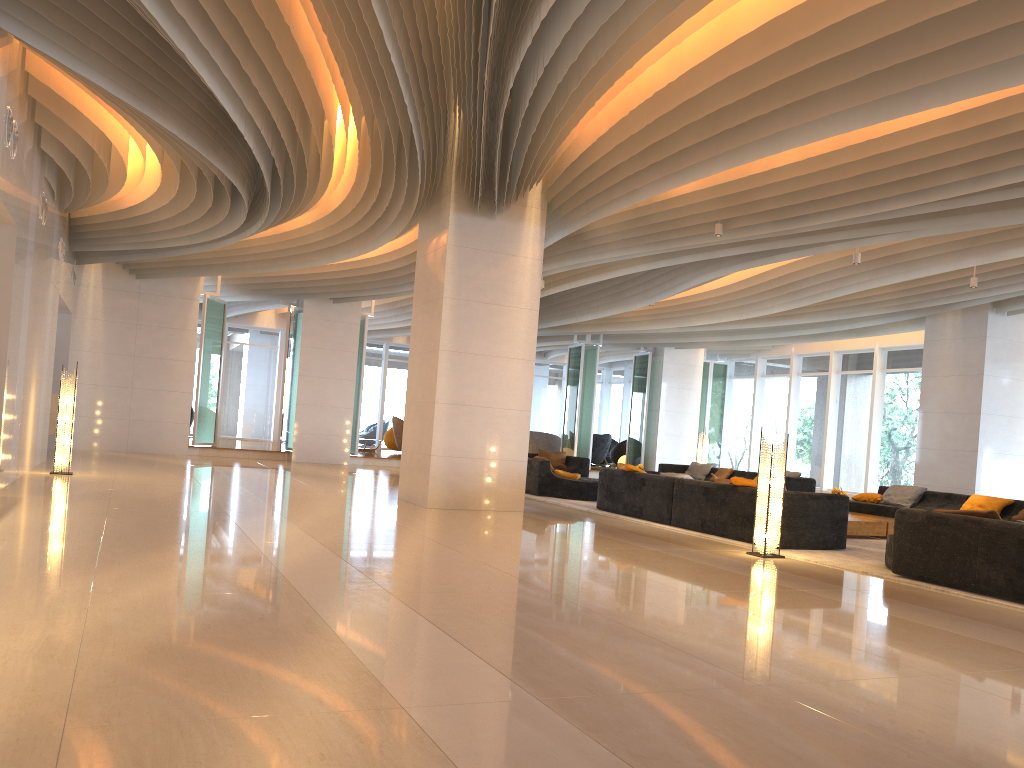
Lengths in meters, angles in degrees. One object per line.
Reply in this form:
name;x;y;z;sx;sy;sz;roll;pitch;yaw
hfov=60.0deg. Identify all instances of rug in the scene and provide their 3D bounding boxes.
rug;4.131;1.935;11.841;5.594;0.022;15.999;6;-4;-23

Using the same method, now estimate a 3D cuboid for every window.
window;7.361;0.547;15.477;53.536;3.218;22.555;2;-4;31

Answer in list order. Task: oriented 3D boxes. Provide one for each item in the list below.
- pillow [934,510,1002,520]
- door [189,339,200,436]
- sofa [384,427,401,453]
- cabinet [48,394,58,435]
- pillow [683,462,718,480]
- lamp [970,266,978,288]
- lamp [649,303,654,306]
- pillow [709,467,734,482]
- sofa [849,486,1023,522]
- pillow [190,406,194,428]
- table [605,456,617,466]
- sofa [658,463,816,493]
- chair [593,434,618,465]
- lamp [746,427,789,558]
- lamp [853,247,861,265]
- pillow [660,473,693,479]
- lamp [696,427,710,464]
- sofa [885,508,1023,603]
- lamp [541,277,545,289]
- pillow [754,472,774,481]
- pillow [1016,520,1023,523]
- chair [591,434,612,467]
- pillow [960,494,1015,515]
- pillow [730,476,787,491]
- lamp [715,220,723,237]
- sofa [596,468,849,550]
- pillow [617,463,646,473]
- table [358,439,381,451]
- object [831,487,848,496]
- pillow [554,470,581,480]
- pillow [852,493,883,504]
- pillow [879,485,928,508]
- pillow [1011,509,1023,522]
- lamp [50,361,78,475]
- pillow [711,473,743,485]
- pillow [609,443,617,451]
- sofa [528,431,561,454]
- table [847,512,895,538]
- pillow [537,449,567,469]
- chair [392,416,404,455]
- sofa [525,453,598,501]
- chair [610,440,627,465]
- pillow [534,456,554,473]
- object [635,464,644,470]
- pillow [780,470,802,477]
pillow;3.707;1.170;7.024;0.402;0.391;0.597;5;-2;-21
door;-9.180;0.104;25.392;1.481;2.770;0.059;5;0;-25
sofa;-2.454;1.582;25.610;2.609;0.900;1.091;6;-3;-34
cabinet;-7.770;0.466;14.417;0.567;0.661;1.490;5;-3;-23
pillow;3.842;1.798;18.347;0.626;0.377;0.558;2;-3;44
lamp;6.536;-2.104;12.448;0.091;1.505;0.087;5;0;-33
lamp;2.612;-2.186;16.257;0.088;1.505;0.090;4;0;21
pillow;4.155;1.806;17.577;0.327;0.312;0.402;5;-2;-26
sofa;5.980;1.824;12.591;1.372;0.582;4.085;6;-3;-25
pillow;-7.869;0.771;19.687;1.542;1.005;1.119;6;-2;-26
table;3.440;2.503;28.645;1.092;0.318;0.810;5;-3;-17
sofa;4.209;1.948;17.119;0.955;0.582;3.726;5;-3;-23
chair;3.002;2.178;29.564;1.530;1.005;1.128;5;-2;-11
lamp;2.397;1.000;8.225;0.254;1.197;0.246;5;0;-24
lamp;4.534;-2.311;11.527;0.087;1.505;0.091;4;0;39
pillow;2.105;1.298;10.956;0.426;0.376;0.579;5;-2;-22
lamp;4.174;1.657;19.448;0.254;1.450;0.246;5;0;-24
sofa;3.994;1.362;7.177;1.375;0.576;2.222;6;-3;-24
lamp;0.569;-2.398;15.315;0.088;1.505;0.090;4;0;21
pillow;4.636;1.779;16.466;0.326;0.312;0.402;5;-2;-22
pillow;4.056;1.160;6.490;0.464;0.344;0.556;5;-3;-25
chair;2.362;1.960;26.645;1.115;1.005;1.548;3;-3;39
pillow;6.433;1.718;12.129;0.457;0.394;0.628;5;-3;-24
pillow;2.701;1.195;9.401;0.626;0.377;0.558;2;-3;44
lamp;2.522;-2.520;10.590;0.091;1.505;0.087;5;0;-33
sofa;2.305;1.427;10.627;0.955;0.582;3.726;5;-3;-23
pillow;1.690;1.252;11.740;0.548;0.377;0.638;4;-2;-2
table;-4.159;1.679;24.497;1.092;0.318;0.810;5;-3;-17
object;4.185;1.501;11.393;0.236;0.376;0.265;4;-1;-2
pillow;0.889;1.453;14.215;0.408;0.136;0.420;4;-3;10
pillow;5.571;1.787;13.841;0.441;0.192;0.597;3;-3;31
pillow;5.877;1.731;13.414;0.468;0.416;0.656;5;-3;-24
pillow;6.848;1.629;11.392;0.548;0.377;0.638;4;-2;-2
lamp;-5.709;0.429;11.350;0.254;1.450;0.246;5;0;-24
pillow;2.515;1.236;10.014;0.450;0.409;0.593;5;-2;-22
pillow;3.348;2.118;29.688;0.503;0.408;0.465;4;-2;3
sofa;0.416;1.785;25.307;2.524;0.900;1.128;3;-2;25
table;4.265;1.815;11.548;1.624;0.220;1.579;6;-4;-24
pillow;0.840;1.580;18.575;0.639;0.377;0.547;5;-2;-2
chair;-2.617;1.389;23.398;1.148;1.005;1.503;5;-2;-16
sofa;0.939;1.610;16.229;2.867;0.653;5.019;6;-4;-23
chair;3.790;2.131;27.707;1.538;1.005;1.122;5;-2;-21
pillow;0.557;1.334;14.398;0.333;0.311;0.418;5;-2;-22
object;2.339;1.648;16.414;0.235;0.376;0.267;4;-1;8
pillow;4.853;1.741;16.007;0.548;0.377;0.638;4;-2;-2
